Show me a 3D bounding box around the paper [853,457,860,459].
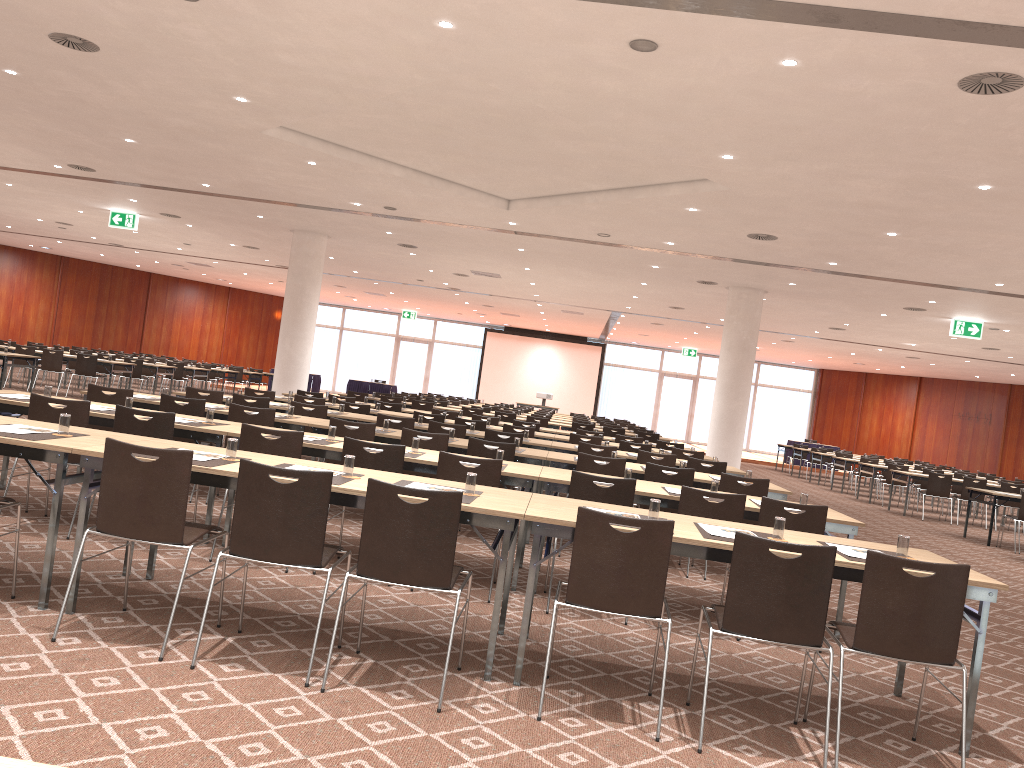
[{"bbox_3d":[9.205,1.975,23.596,0.283,0.006,0.398,8,0,7],"label":"paper"}]

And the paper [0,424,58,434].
[{"bbox_3d":[-2.689,0.245,4.839,0.283,0.006,0.398,8,0,6],"label":"paper"}]

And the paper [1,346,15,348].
[{"bbox_3d":[-10.894,-0.811,18.856,0.460,0.003,0.565,8,0,5],"label":"paper"}]

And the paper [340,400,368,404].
[{"bbox_3d":[-2.649,0.304,14.792,0.460,0.003,0.565,8,0,2],"label":"paper"}]

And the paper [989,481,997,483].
[{"bbox_3d":[10.590,2.149,19.411,0.460,0.003,0.565,8,0,5],"label":"paper"}]

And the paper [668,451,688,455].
[{"bbox_3d":[2.350,0.977,12.517,0.283,0.006,0.398,8,0,5],"label":"paper"}]

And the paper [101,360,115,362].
[{"bbox_3d":[-8.676,-0.507,18.697,0.460,0.003,0.565,8,0,5],"label":"paper"}]

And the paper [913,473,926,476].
[{"bbox_3d":[8.214,1.813,17.583,0.460,0.003,0.565,8,0,5],"label":"paper"}]

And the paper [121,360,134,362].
[{"bbox_3d":[-9.177,-0.565,20.721,0.460,0.003,0.565,8,0,4],"label":"paper"}]

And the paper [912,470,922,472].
[{"bbox_3d":[8.939,1.919,19.602,0.283,0.006,0.398,8,0,1],"label":"paper"}]

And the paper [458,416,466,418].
[{"bbox_3d":[-1.032,0.526,14.675,0.460,0.003,0.565,8,0,7],"label":"paper"}]

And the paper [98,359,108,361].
[{"bbox_3d":[-8.735,-0.518,18.757,0.283,0.006,0.398,8,0,1],"label":"paper"}]

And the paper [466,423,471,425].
[{"bbox_3d":[-0.561,0.577,12.716,0.283,0.006,0.398,8,0,8],"label":"paper"}]

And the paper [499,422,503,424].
[{"bbox_3d":[-0.377,0.616,14.648,0.460,0.003,0.565,8,0,3],"label":"paper"}]

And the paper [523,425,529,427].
[{"bbox_3d":[0.203,0.692,14.675,0.283,0.006,0.398,8,0,5],"label":"paper"}]

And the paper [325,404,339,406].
[{"bbox_3d":[-2.750,0.280,12.793,0.460,0.003,0.565,8,0,3],"label":"paper"}]

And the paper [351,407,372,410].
[{"bbox_3d":[-2.176,0.355,12.814,0.283,0.006,0.398,8,0,4],"label":"paper"}]

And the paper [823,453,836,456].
[{"bbox_3d":[8.575,1.892,23.549,0.460,0.003,0.565,8,0,2],"label":"paper"}]

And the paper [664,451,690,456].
[{"bbox_3d":[2.352,0.981,12.425,0.460,0.003,0.565,8,0,4],"label":"paper"}]

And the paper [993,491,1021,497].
[{"bbox_3d":[7.974,1.763,14.089,0.460,0.003,0.565,8,0,6],"label":"paper"}]

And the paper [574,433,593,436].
[{"bbox_3d":[1.225,0.836,14.533,0.460,0.003,0.565,8,0,5],"label":"paper"}]

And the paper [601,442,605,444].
[{"bbox_3d":[1.090,0.807,12.522,0.460,0.003,0.565,8,0,3],"label":"paper"}]

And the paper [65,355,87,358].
[{"bbox_3d":[-9.318,-0.595,18.751,0.460,0.003,0.565,8,0,1],"label":"paper"}]

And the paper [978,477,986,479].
[{"bbox_3d":[11.329,2.261,21.405,0.460,0.003,0.565,8,0,0],"label":"paper"}]

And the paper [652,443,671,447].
[{"bbox_3d":[2.446,1.000,14.497,0.283,0.006,0.398,8,0,2],"label":"paper"}]

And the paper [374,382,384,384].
[{"bbox_3d":[-4.893,-0.049,32.032,0.460,0.003,0.565,8,0,4],"label":"paper"}]

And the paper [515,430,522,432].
[{"bbox_3d":[0.062,0.663,12.659,0.283,0.006,0.398,8,0,3],"label":"paper"}]

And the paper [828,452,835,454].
[{"bbox_3d":[9.396,2.015,25.518,0.460,0.003,0.565,8,0,4],"label":"paper"}]

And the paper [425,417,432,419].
[{"bbox_3d":[-1.197,0.490,12.754,0.283,0.006,0.398,8,0,2],"label":"paper"}]

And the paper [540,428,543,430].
[{"bbox_3d":[0.275,0.705,14.581,0.460,0.003,0.565,8,0,5],"label":"paper"}]

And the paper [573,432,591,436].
[{"bbox_3d":[1.151,0.822,14.601,0.283,0.006,0.398,8,0,4],"label":"paper"}]

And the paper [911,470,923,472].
[{"bbox_3d":[8.969,1.927,19.529,0.460,0.003,0.565,8,0,2],"label":"paper"}]

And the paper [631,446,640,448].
[{"bbox_3d":[1.676,0.884,12.558,0.283,0.006,0.398,8,0,4],"label":"paper"}]

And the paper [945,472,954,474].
[{"bbox_3d":[10.660,2.165,21.488,0.283,0.006,0.398,8,0,5],"label":"paper"}]

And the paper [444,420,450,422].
[{"bbox_3d":[-1.143,0.501,12.667,0.460,0.003,0.565,8,0,1],"label":"paper"}]

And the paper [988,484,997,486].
[{"bbox_3d":[9.514,1.992,17.507,0.460,0.003,0.565,8,0,5],"label":"paper"}]

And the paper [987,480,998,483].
[{"bbox_3d":[10.564,2.142,19.500,0.283,0.006,0.398,8,0,4],"label":"paper"}]

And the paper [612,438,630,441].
[{"bbox_3d":[1.792,0.910,14.569,0.283,0.006,0.398,8,0,6],"label":"paper"}]

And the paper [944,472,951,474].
[{"bbox_3d":[10.722,2.177,21.410,0.460,0.003,0.565,8,0,1],"label":"paper"}]

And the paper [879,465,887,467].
[{"bbox_3d":[8.312,1.833,19.663,0.283,0.006,0.398,8,0,5],"label":"paper"}]

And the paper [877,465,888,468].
[{"bbox_3d":[8.316,1.837,19.563,0.460,0.003,0.565,8,0,1],"label":"paper"}]

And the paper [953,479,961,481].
[{"bbox_3d":[8.864,1.902,17.537,0.460,0.003,0.565,8,0,1],"label":"paper"}]

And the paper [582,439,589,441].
[{"bbox_3d":[1.030,0.795,12.581,0.283,0.006,0.398,8,0,5],"label":"paper"}]

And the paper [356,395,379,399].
[{"bbox_3d":[-3.024,0.270,18.305,0.460,0.003,0.565,8,0,3],"label":"paper"}]

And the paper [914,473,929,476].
[{"bbox_3d":[8.157,1.802,17.637,0.283,0.006,0.398,8,0,5],"label":"paper"}]

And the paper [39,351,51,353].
[{"bbox_3d":[-10.006,-0.693,18.863,0.283,0.006,0.398,8,0,3],"label":"paper"}]

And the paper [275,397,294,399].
[{"bbox_3d":[-3.412,0.189,12.851,0.460,0.003,0.565,8,0,2],"label":"paper"}]

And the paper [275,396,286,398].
[{"bbox_3d":[-3.434,0.183,12.905,0.283,0.006,0.398,8,0,6],"label":"paper"}]

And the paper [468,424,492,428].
[{"bbox_3d":[-0.516,0.587,12.624,0.460,0.003,0.565,8,0,5],"label":"paper"}]

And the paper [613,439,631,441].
[{"bbox_3d":[1.858,0.923,14.471,0.460,0.003,0.565,8,0,7],"label":"paper"}]

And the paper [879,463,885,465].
[{"bbox_3d":[9.125,1.958,21.520,0.460,0.003,0.565,8,0,4],"label":"paper"}]

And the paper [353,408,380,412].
[{"bbox_3d":[-2.133,0.365,12.739,0.460,0.003,0.565,8,0,0],"label":"paper"}]

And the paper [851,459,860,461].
[{"bbox_3d":[8.406,1.856,21.641,0.283,0.006,0.398,8,0,3],"label":"paper"}]

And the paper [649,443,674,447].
[{"bbox_3d":[2.480,1.008,14.460,0.460,0.003,0.565,8,0,5],"label":"paper"}]

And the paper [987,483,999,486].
[{"bbox_3d":[9.421,1.975,17.537,0.283,0.006,0.398,8,0,4],"label":"paper"}]

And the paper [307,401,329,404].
[{"bbox_3d":[-2.832,0.265,12.860,0.283,0.006,0.398,8,0,4],"label":"paper"}]

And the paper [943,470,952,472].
[{"bbox_3d":[11.499,2.294,23.370,0.460,0.003,0.565,8,0,3],"label":"paper"}]

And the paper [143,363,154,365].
[{"bbox_3d":[-8.533,-0.477,20.684,0.460,0.003,0.565,8,0,7],"label":"paper"}]

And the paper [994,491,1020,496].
[{"bbox_3d":[7.906,1.750,14.134,0.283,0.006,0.398,8,0,3],"label":"paper"}]

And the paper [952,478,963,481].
[{"bbox_3d":[8.827,1.894,17.614,0.283,0.006,0.398,8,0,7],"label":"paper"}]
